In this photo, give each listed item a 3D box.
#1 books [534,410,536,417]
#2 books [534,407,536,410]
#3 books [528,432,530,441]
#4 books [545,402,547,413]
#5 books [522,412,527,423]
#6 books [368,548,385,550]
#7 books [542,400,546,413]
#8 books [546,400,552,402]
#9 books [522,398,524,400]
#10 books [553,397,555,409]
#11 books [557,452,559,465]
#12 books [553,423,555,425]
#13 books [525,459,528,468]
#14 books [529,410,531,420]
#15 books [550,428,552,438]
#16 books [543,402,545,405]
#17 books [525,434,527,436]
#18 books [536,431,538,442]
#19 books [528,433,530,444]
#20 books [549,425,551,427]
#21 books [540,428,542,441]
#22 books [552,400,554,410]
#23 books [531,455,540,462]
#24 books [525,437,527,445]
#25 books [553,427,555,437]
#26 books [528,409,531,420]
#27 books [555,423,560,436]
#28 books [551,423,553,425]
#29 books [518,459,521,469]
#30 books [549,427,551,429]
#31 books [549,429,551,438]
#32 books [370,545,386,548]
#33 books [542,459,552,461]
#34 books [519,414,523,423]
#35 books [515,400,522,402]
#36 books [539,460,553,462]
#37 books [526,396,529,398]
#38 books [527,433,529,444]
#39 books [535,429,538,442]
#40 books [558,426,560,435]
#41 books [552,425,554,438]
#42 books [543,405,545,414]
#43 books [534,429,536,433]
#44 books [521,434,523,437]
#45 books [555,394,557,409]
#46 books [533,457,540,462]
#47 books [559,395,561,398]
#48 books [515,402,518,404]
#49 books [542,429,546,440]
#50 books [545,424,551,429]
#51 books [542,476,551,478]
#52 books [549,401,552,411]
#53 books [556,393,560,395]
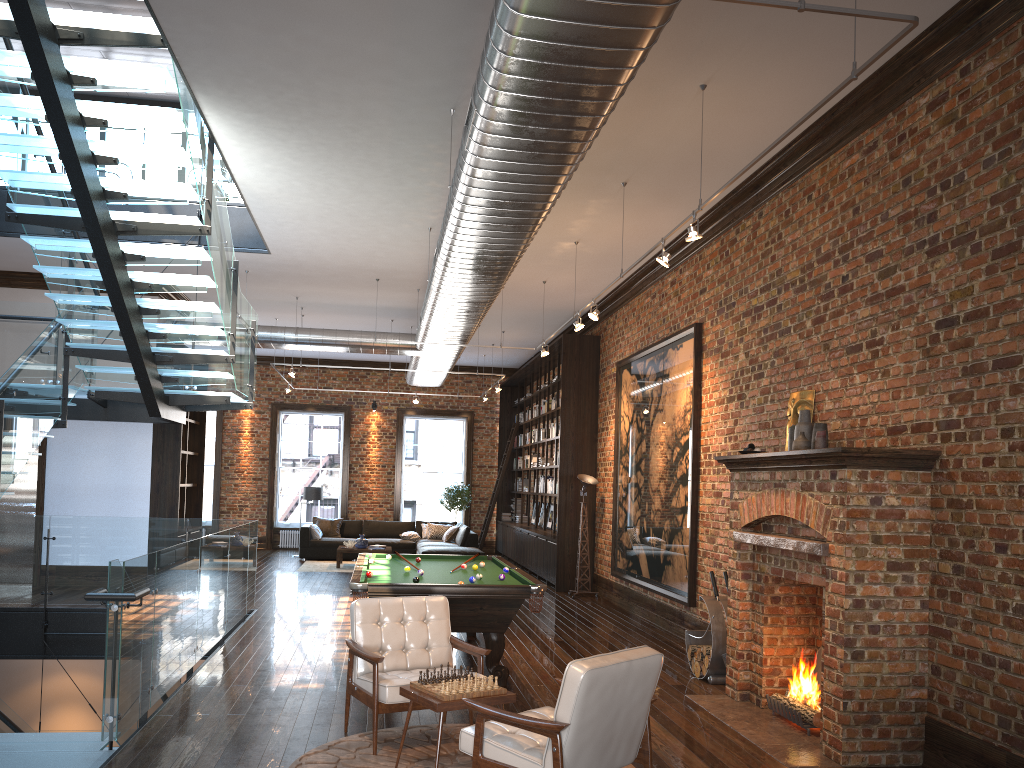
[{"bbox_3d":[0.555,0.637,18.407,0.187,0.199,0.030,2,-2,-8],"label":"books"},{"bbox_3d":[0.555,0.611,18.471,0.192,0.266,0.016,2,-2,-8],"label":"books"},{"bbox_3d":[0.445,1.189,19.204,0.174,0.285,0.091,2,-2,-8],"label":"books"},{"bbox_3d":[0.736,0.480,17.161,0.191,0.239,0.008,2,-2,-8],"label":"books"},{"bbox_3d":[0.332,0.768,19.954,0.190,0.279,0.017,2,-2,-8],"label":"books"},{"bbox_3d":[-2.530,3.084,16.587,0.262,0.024,0.206,6,-8,-31],"label":"books"},{"bbox_3d":[0.688,0.483,17.581,0.186,0.327,0.069,2,-2,-8],"label":"books"},{"bbox_3d":[0.752,0.454,17.190,0.181,0.297,0.009,2,-2,-8],"label":"books"},{"bbox_3d":[0.342,0.345,19.990,0.229,0.033,0.274,2,-6,-4],"label":"books"},{"bbox_3d":[0.856,0.383,16.366,0.185,0.257,0.032,2,-2,-8],"label":"books"},{"bbox_3d":[0.899,1.344,15.910,0.169,0.252,0.014,2,-2,-8],"label":"books"},{"bbox_3d":[0.829,0.885,16.548,0.152,0.306,0.017,2,-2,-8],"label":"books"},{"bbox_3d":[0.405,1.727,19.146,0.236,0.202,0.046,2,-2,-8],"label":"books"},{"bbox_3d":[0.457,0.700,19.215,0.178,0.254,0.036,2,-2,-8],"label":"books"},{"bbox_3d":[0.812,0.938,16.581,0.181,0.207,0.030,2,-2,-8],"label":"books"},{"bbox_3d":[0.702,0.495,17.436,0.180,0.270,0.011,2,-2,-8],"label":"books"},{"bbox_3d":[0.328,1.275,19.959,0.191,0.280,0.006,2,-2,-8],"label":"books"},{"bbox_3d":[0.587,1.086,18.110,0.191,0.248,0.024,2,-2,-8],"label":"books"},{"bbox_3d":[0.443,1.194,19.117,0.175,0.255,0.027,2,-2,-8],"label":"books"},{"bbox_3d":[0.782,0.927,16.787,0.179,0.274,0.099,2,-2,-8],"label":"books"},{"bbox_3d":[0.650,1.021,17.677,0.190,0.283,0.013,2,-2,-8],"label":"books"},{"bbox_3d":[0.841,0.415,16.527,0.174,0.229,0.014,2,-2,-8],"label":"books"},{"bbox_3d":[0.488,1.637,18.714,0.189,0.286,0.013,2,-2,-8],"label":"books"},{"bbox_3d":[0.331,1.301,19.865,0.185,0.210,0.069,2,-2,-8],"label":"books"},{"bbox_3d":[0.849,0.908,16.316,0.181,0.208,0.024,2,-2,-8],"label":"books"},{"bbox_3d":[0.439,0.684,19.271,0.163,0.296,0.029,2,-2,-8],"label":"books"},{"bbox_3d":[0.875,0.853,16.160,0.183,0.284,0.034,2,-2,-8],"label":"books"},{"bbox_3d":[0.802,0.905,16.803,0.143,0.323,0.116,2,-2,-8],"label":"books"},{"bbox_3d":[0.263,1.823,20.115,0.232,0.224,0.024,2,-2,-8],"label":"books"},{"bbox_3d":[0.784,0.938,16.740,0.186,0.243,0.079,2,-2,-8],"label":"books"},{"bbox_3d":[0.788,0.951,16.708,0.224,0.208,0.065,2,-2,-8],"label":"books"},{"bbox_3d":[-2.560,3.095,16.927,0.205,0.028,0.263,-1,-7,24],"label":"books"},{"bbox_3d":[0.674,1.489,17.330,0.196,0.019,0.174,2,-7,-3],"label":"books"},{"bbox_3d":[0.284,0.805,20.162,0.235,0.251,0.028,2,-2,-8],"label":"books"},{"bbox_3d":[0.204,0.407,20.928,0.230,0.015,0.314,3,-7,-12],"label":"books"},{"bbox_3d":[0.675,1.502,17.322,0.283,0.010,0.170,3,-7,-9],"label":"books"},{"bbox_3d":[0.411,0.285,19.604,0.205,0.024,0.250,2,-7,-4],"label":"books"},{"bbox_3d":[0.422,1.205,19.319,0.174,0.282,0.113,2,-2,-8],"label":"books"},{"bbox_3d":[0.574,1.079,18.281,0.175,0.302,0.067,2,-2,-8],"label":"books"},{"bbox_3d":[0.901,0.879,16.055,0.182,0.218,0.051,2,-2,-8],"label":"books"},{"bbox_3d":[0.830,0.902,16.533,0.166,0.268,0.011,2,-2,-8],"label":"books"},{"bbox_3d":[0.699,0.525,17.401,0.193,0.202,0.027,2,-2,-8],"label":"books"},{"bbox_3d":[0.543,1.094,18.476,0.183,0.313,0.013,2,-2,-8],"label":"books"},{"bbox_3d":[0.301,1.285,20.106,0.184,0.292,0.006,2,-2,-8],"label":"books"},{"bbox_3d":[0.877,0.345,16.216,0.183,0.298,0.018,2,-2,-8],"label":"books"},{"bbox_3d":[0.513,1.660,18.664,0.148,0.231,0.036,2,-2,-8],"label":"books"},{"bbox_3d":[0.906,0.340,16.071,0.180,0.278,0.009,2,-2,-8],"label":"books"},{"bbox_3d":[0.210,0.449,20.928,0.213,0.014,0.358,3,-7,-12],"label":"books"},{"bbox_3d":[0.709,0.996,17.228,0.272,0.240,0.083,2,-2,-8],"label":"books"},{"bbox_3d":[0.726,0.954,17.293,0.155,0.333,0.014,2,-2,-8],"label":"books"},{"bbox_3d":[0.676,1.971,17.422,0.183,0.335,0.016,2,-2,-8],"label":"books"},{"bbox_3d":[0.765,0.459,17.041,0.191,0.254,0.062,2,-2,-8],"label":"books"},{"bbox_3d":[0.892,0.333,16.231,0.183,0.328,0.008,2,-2,-8],"label":"books"}]
